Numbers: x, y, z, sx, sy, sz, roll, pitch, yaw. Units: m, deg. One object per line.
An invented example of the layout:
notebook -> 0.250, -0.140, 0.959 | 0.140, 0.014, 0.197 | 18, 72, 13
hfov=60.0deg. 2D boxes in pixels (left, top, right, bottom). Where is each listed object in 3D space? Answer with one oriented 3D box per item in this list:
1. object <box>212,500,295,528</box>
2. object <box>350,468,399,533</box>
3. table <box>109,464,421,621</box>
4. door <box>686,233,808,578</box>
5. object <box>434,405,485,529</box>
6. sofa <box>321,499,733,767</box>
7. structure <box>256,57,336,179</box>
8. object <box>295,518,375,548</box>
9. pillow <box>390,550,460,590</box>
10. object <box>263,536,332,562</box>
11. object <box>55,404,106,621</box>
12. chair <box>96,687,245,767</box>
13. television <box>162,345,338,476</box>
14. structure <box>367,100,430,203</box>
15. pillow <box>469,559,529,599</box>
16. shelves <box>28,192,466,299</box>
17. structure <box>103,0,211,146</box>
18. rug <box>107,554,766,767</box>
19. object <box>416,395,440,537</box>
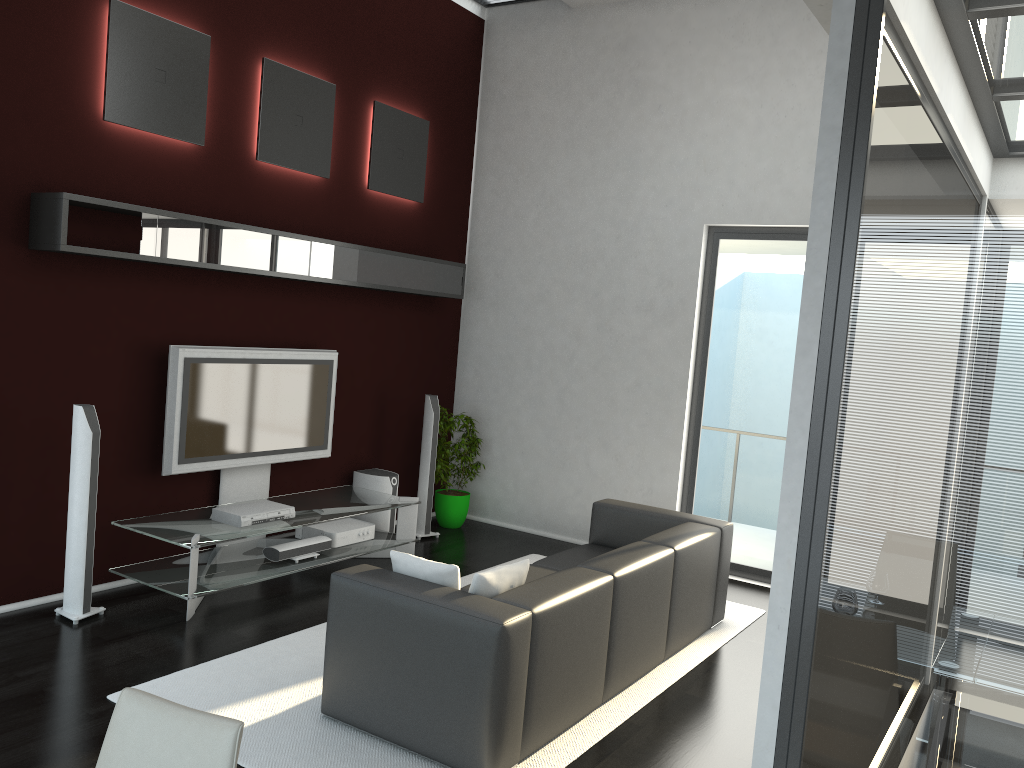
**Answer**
object -> -1.635, 0.822, 5.632 | 0.273, 0.073, 0.439 | 7, 4, 32
object -> -1.076, 0.969, 7.097 | 0.323, 0.518, 0.286 | 7, 4, 32
table -> -1.538, 0.728, 5.955 | 0.771, 1.093, 2.046 | 7, 4, 32
door -> 2.287, 0.206, 6.561 | 1.900, 2.600, 0.050 | 7, 4, 32
object -> -0.522, 0.710, 7.718 | 0.507, 1.068, 0.599 | 6, 4, 17
sofa -> 0.287, 1.163, 4.796 | 0.943, 0.652, 2.781 | 7, 4, 32
structure -> -1.513, -1.841, 6.210 | 0.055, 0.676, 0.678 | 7, 4, 32
object -> -1.281, 1.072, 6.461 | 0.412, 0.106, 0.449 | 7, 4, 32
pillow -> -0.370, 0.939, 3.966 | 0.376, 0.358, 0.186 | 7, 5, 33
object -> -1.414, 1.089, 5.881 | 0.182, 0.090, 0.470 | 7, 4, 32
object -> -2.348, 0.685, 4.838 | 0.215, 1.141, 0.228 | 6, 4, 17
chair -> -0.824, 1.144, 1.591 | 0.471, 0.959, 0.612 | 6, 4, 22
television -> -1.731, 0.156, 6.042 | 0.099, 0.807, 1.436 | 7, 4, 32
structure -> -0.919, -1.853, 7.146 | 0.055, 0.676, 0.678 | 7, 4, 32
pillow -> -0.091, 0.965, 3.907 | 0.169, 0.361, 0.376 | 7, 5, 34
shelves -> -2.406, -0.859, 4.762 | 0.305, 0.301, 6.988 | 7, 4, 32
structure -> -2.107, -1.829, 5.275 | 0.055, 0.676, 0.678 | 7, 4, 32
rug -> -0.035, 1.467, 4.990 | 1.875, 0.009, 3.695 | 7, 4, 32
object -> -0.695, 0.663, 7.281 | 0.228, 1.141, 0.215 | 1, 5, -43
